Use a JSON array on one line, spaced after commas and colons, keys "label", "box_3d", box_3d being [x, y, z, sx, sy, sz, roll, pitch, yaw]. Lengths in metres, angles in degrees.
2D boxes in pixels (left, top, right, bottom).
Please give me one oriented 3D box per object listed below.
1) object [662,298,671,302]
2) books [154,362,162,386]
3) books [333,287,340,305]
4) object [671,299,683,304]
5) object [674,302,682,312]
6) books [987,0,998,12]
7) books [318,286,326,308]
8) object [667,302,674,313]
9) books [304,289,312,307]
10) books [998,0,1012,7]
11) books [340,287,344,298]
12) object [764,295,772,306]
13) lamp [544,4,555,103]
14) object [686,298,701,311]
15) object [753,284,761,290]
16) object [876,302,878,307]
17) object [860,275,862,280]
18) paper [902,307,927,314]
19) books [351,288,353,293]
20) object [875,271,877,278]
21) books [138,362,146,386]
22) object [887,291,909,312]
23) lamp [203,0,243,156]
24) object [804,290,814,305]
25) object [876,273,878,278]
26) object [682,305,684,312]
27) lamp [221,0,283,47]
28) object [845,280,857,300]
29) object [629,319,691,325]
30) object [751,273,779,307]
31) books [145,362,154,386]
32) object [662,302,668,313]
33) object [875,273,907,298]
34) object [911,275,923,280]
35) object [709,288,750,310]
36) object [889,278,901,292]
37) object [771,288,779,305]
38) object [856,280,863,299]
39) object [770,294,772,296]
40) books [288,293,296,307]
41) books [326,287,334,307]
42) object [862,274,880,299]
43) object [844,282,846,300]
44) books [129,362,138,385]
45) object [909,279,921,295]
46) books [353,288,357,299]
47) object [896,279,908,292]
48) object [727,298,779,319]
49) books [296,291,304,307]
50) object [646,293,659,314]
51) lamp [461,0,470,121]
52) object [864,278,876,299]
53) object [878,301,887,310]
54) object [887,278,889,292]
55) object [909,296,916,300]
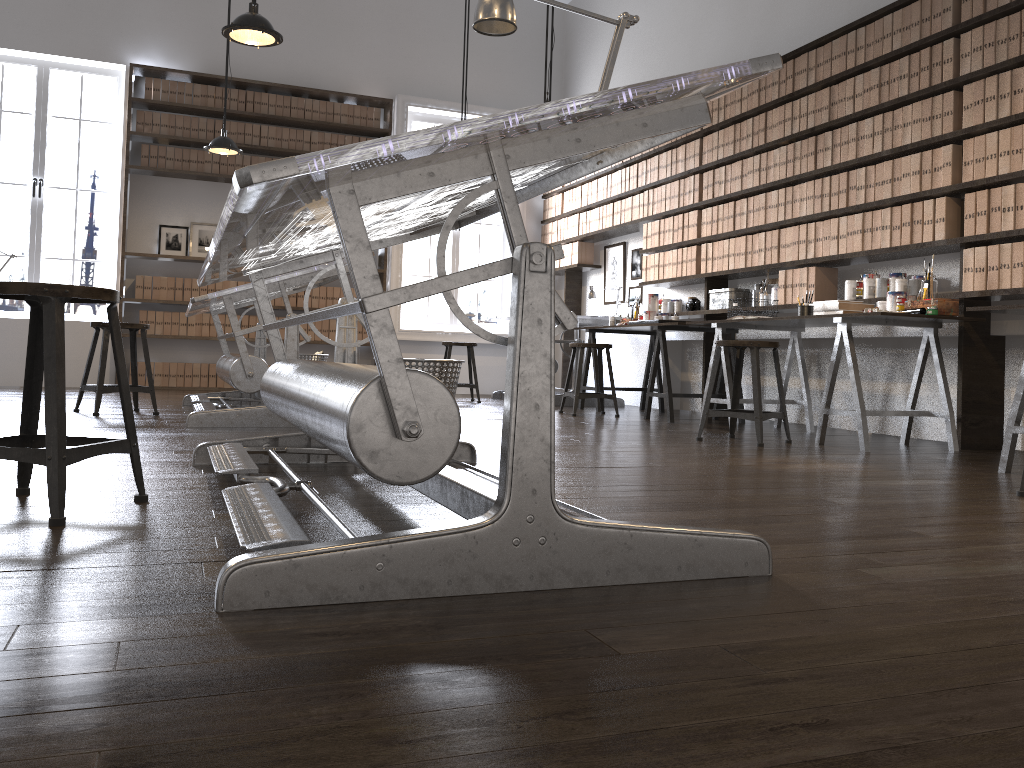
[{"label": "object", "box_3d": [1.276, -0.641, 7.322, 0.070, 0.130, 0.070, 2, -1, 17]}, {"label": "books", "box_3d": [-3.343, -0.093, 8.366, 0.066, 0.226, 0.174, 2, 0, -21]}, {"label": "books", "box_3d": [-1.790, -0.863, 8.966, 0.067, 0.226, 0.174, 2, 0, -21]}, {"label": "object", "box_3d": [1.346, -0.626, 7.246, 0.094, 0.128, 0.095, 2, 0, 9]}, {"label": "object", "box_3d": [1.328, -0.610, 7.083, 0.062, 0.094, 0.062, 2, -1, -35]}, {"label": "books", "box_3d": [2.434, -1.933, 4.370, 0.174, 0.226, 0.066, 2, -1, -21]}, {"label": "books", "box_3d": [-1.921, -0.866, 8.922, 0.066, 0.226, 0.174, 2, 0, -21]}, {"label": "object", "box_3d": [1.285, -0.612, 7.134, 0.063, 0.093, 0.062, 2, -1, -35]}, {"label": "books", "box_3d": [-2.054, -0.869, 8.872, 0.066, 0.226, 0.174, 2, 0, -21]}, {"label": "books", "box_3d": [2.455, -1.930, 4.302, 0.174, 0.226, 0.066, 2, -1, -21]}, {"label": "books", "box_3d": [-1.729, -0.862, 8.994, 0.066, 0.226, 0.174, 2, 0, -21]}, {"label": "object", "box_3d": [1.788, -0.560, 5.979, 0.181, 0.093, 0.062, 2, 0, -7]}, {"label": "lamp", "box_3d": [0.279, -2.924, 6.232, 0.312, 2.255, 0.311, 3, -2, -41]}, {"label": "object", "box_3d": [1.395, -0.610, 6.875, 0.091, 0.109, 0.171, 2, 1, -21]}, {"label": "object", "box_3d": [1.754, -0.614, 6.292, 0.078, 0.188, 0.079, 3, -1, -42]}, {"label": "object", "box_3d": [1.996, -0.393, 4.772, 0.063, 0.093, 0.062, 2, -1, 20]}, {"label": "object", "box_3d": [2.084, -0.570, 5.270, 0.009, 0.169, 0.041, 2, -1, -18]}, {"label": "paper", "box_3d": [1.921, -0.353, 4.336, 0.137, 0.038, 0.155, 2, 1, -6]}, {"label": "books", "box_3d": [-1.670, -0.860, 9.015, 0.066, 0.226, 0.174, 2, 0, -21]}, {"label": "object", "box_3d": [2.100, -0.565, 5.090, 0.029, 0.169, 0.004, 2, -1, 1]}, {"label": "books", "box_3d": [-3.476, -0.096, 8.317, 0.066, 0.226, 0.174, 2, 0, -21]}, {"label": "object", "box_3d": [2.002, -0.407, 4.598, 0.104, 0.142, 0.105, 2, 0, -13]}, {"label": "lamp", "box_3d": [-2.340, -3.041, 7.321, 0.312, 2.255, 0.311, 3, -2, -41]}, {"label": "object", "box_3d": [1.801, -0.470, 5.401, 0.101, 0.209, 0.101, 2, -1, 24]}, {"label": "object", "box_3d": [2.108, -0.565, 5.086, 0.036, 0.149, 0.005, 2, -1, 2]}, {"label": "object", "box_3d": [1.366, -0.600, 7.161, 0.054, 0.080, 0.054, 2, 0, 6]}, {"label": "lamp", "box_3d": [-1.316, -2.933, 4.646, 0.313, 2.255, 0.310, 2, -1, -1]}, {"label": "object", "box_3d": [1.988, -0.546, 5.193, 0.062, 0.119, 0.062, 1, -1, 29]}, {"label": "object", "box_3d": [1.076, -0.433, 6.348, 0.312, 0.033, 0.446, 1, 2, -21]}, {"label": "object", "box_3d": [1.733, -0.659, 6.133, 0.156, 0.272, 0.181, 2, -1, -37]}, {"label": "books", "box_3d": [-3.410, -0.094, 8.338, 0.067, 0.226, 0.174, 2, 0, -21]}, {"label": "object", "box_3d": [1.247, -0.615, 7.193, 0.062, 0.094, 0.062, 2, -1, -35]}, {"label": "object", "box_3d": [2.154, -0.553, 5.052, 0.205, 0.162, 0.094, 2, -1, -19]}, {"label": "object", "box_3d": [2.264, -0.532, 4.908, 0.095, 0.130, 0.094, 2, 0, -34]}, {"label": "object", "box_3d": [1.588, -0.613, 6.480, 0.193, 0.152, 0.317, 2, 1, -22]}, {"label": "object", "box_3d": [2.149, -0.535, 4.973, 0.062, 0.119, 0.062, 1, -1, 37]}, {"label": "object", "box_3d": [1.778, -0.575, 5.899, 0.094, 0.128, 0.095, 2, 0, -14]}, {"label": "object", "box_3d": [2.046, -0.545, 5.215, 0.044, 0.128, 0.045, 2, -1, -21]}, {"label": "object", "box_3d": [1.789, -0.565, 6.026, 0.062, 0.093, 0.063, 2, -1, 31]}, {"label": "books", "box_3d": [-2.193, -0.872, 8.818, 0.066, 0.226, 0.174, 2, 0, -21]}, {"label": "books", "box_3d": [-1.855, -0.865, 8.947, 0.066, 0.226, 0.174, 2, 0, -21]}, {"label": "object", "box_3d": [2.098, -0.558, 5.169, 0.094, 0.162, 0.095, 2, -1, -25]}, {"label": "object", "box_3d": [2.009, -0.547, 5.260, 0.063, 0.118, 0.062, 2, -1, 20]}, {"label": "books", "box_3d": [-3.542, -0.097, 8.294, 0.066, 0.226, 0.174, 2, 0, -21]}, {"label": "object", "box_3d": [2.187, -0.519, 4.806, 0.062, 0.095, 0.063, 2, 0, 11]}, {"label": "books", "box_3d": [-1.607, -0.859, 9.037, 0.067, 0.226, 0.174, 2, 0, -21]}, {"label": "object", "box_3d": [2.123, -0.522, 4.825, 0.062, 0.096, 0.062, 2, -1, 11]}, {"label": "object", "box_3d": [1.552, -0.463, 5.703, 0.284, 0.161, 0.204, 2, 1, -21]}, {"label": "books", "box_3d": [-2.122, -0.870, 8.840, 0.067, 0.226, 0.174, 2, 0, -21]}, {"label": "object", "box_3d": [1.170, -0.664, 7.392, 0.107, 0.177, 0.106, 2, -1, -19]}, {"label": "lamp", "box_3d": [-0.422, -2.997, 8.049, 0.312, 2.255, 0.311, 3, -2, -41]}, {"label": "object", "box_3d": [2.043, -0.541, 5.059, 0.062, 0.119, 0.062, 1, -1, 37]}, {"label": "object", "box_3d": [1.975, -0.392, 4.705, 0.062, 0.094, 0.062, 2, -1, 29]}, {"label": "object", "box_3d": [2.145, -0.537, 5.035, 0.045, 0.128, 0.044, 2, -1, -3]}, {"label": "object", "box_3d": [2.085, -0.401, 4.681, 0.094, 0.128, 0.095, 2, 0, -25]}]
